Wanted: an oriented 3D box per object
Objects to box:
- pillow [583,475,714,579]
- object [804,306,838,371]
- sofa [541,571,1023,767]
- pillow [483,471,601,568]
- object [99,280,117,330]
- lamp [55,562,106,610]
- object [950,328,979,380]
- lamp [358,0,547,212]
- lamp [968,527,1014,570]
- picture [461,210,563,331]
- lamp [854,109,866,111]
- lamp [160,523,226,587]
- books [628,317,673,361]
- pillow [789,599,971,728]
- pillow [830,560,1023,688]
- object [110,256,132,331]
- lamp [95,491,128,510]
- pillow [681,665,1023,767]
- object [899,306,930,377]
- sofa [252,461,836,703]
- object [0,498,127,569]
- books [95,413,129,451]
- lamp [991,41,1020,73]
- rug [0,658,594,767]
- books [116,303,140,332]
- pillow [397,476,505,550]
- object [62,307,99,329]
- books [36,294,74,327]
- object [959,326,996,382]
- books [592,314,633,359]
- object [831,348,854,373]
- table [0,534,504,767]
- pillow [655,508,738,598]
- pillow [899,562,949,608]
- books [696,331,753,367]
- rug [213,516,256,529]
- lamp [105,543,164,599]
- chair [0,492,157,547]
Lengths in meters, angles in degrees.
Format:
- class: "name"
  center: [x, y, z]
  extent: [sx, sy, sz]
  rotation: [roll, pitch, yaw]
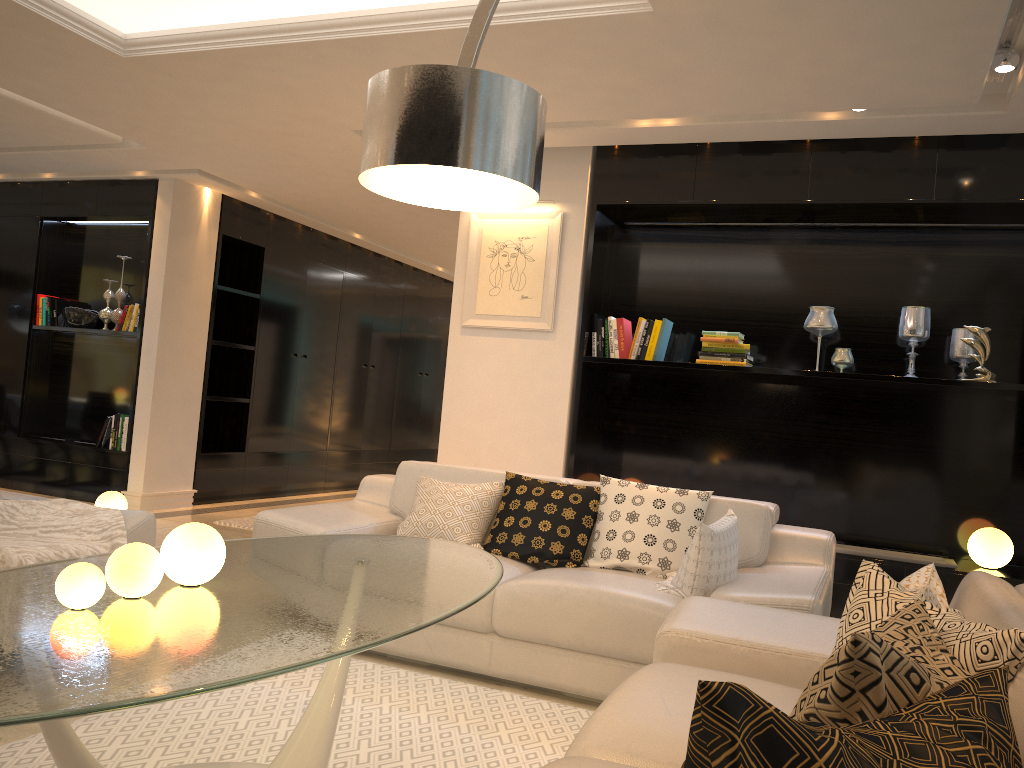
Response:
- class: "pillow"
  center: [0.565, 0.616, 3.796]
  extent: [0.526, 0.399, 0.255]
  rotation: [5, -2, 22]
- class: "object"
  center: [1.744, -0.243, 5.033]
  extent: [0.181, 0.381, 0.181]
  rotation: [5, -2, 16]
- class: "sofa"
  center: [0.611, 0.779, 1.554]
  extent: [1.145, 0.754, 2.328]
  rotation: [5, -2, 22]
- class: "pillow"
  center: [0.125, 0.595, 3.929]
  extent: [0.524, 0.355, 0.323]
  rotation: [4, -2, 23]
- class: "object"
  center: [-3.347, -0.648, 7.347]
  extent: [0.121, 0.416, 0.121]
  rotation: [5, -2, 17]
- class: "lamp"
  center: [-0.855, 0.400, 1.757]
  extent: [0.090, 0.091, 0.090]
  rotation: [6, -2, -17]
- class: "object"
  center: [2.467, -0.138, 4.836]
  extent: [0.147, 0.317, 0.147]
  rotation: [4, -2, 24]
- class: "lamp"
  center: [0.586, -0.109, 1.619]
  extent: [2.009, 2.519, 0.393]
  rotation: [5, -2, 22]
- class: "lamp"
  center: [2.516, 0.863, 4.665]
  extent: [0.213, 0.214, 0.212]
  rotation: [6, -2, -17]
- class: "picture"
  center: [-0.003, -0.701, 5.433]
  extent: [0.610, 0.729, 0.027]
  rotation: [5, -2, 22]
- class: "lamp"
  center: [1.690, -1.393, 4.305]
  extent: [0.107, 0.127, 0.107]
  rotation: [5, -2, 3]
- class: "lamp"
  center: [-0.736, 0.392, 2.046]
  extent: [0.143, 0.143, 0.143]
  rotation: [5, -2, 7]
- class: "books"
  center: [0.832, -0.257, 5.317]
  extent: [0.210, 0.261, 0.212]
  rotation: [5, -2, 22]
- class: "pillow"
  center: [0.572, 0.560, 1.386]
  extent: [0.301, 0.436, 0.575]
  rotation: [4, -2, 28]
- class: "pillow"
  center: [0.758, 0.589, 1.653]
  extent: [0.288, 0.429, 0.587]
  rotation: [5, -2, -3]
- class: "object"
  center: [-3.209, -0.736, 7.268]
  extent: [0.121, 0.612, 0.121]
  rotation: [5, -2, 17]
- class: "lamp"
  center: [-2.855, 0.870, 6.318]
  extent: [0.212, 0.214, 0.213]
  rotation: [6, -2, -28]
- class: "pillow"
  center: [0.398, 0.534, 1.023]
  extent: [0.575, 0.436, 0.301]
  rotation: [6, -2, -37]
- class: "object"
  center: [2.236, -0.211, 4.941]
  extent: [0.156, 0.426, 0.156]
  rotation: [4, -2, 27]
- class: "sofa"
  center: [0.146, 0.801, 3.857]
  extent: [2.328, 0.754, 1.145]
  rotation: [5, -2, 22]
- class: "object"
  center: [-2.013, 0.658, 2.903]
  extent: [1.347, 0.580, 0.972]
  rotation: [6, -2, -31]
- class: "books"
  center: [-3.157, 0.382, 7.180]
  extent: [0.345, 0.296, 0.222]
  rotation: [5, -2, 22]
- class: "lamp"
  center: [2.085, -1.385, 3.747]
  extent: [0.107, 0.127, 0.107]
  rotation: [5, -2, 3]
- class: "rug"
  center: [-0.704, 1.047, 2.037]
  extent: [1.661, 0.020, 2.900]
  rotation: [5, -2, 22]
- class: "books"
  center: [-3.041, -0.532, 7.206]
  extent: [0.290, 0.238, 0.189]
  rotation: [5, -2, 21]
- class: "pillow"
  center: [-0.304, 0.595, 4.092]
  extent: [0.521, 0.329, 0.351]
  rotation: [5, -2, 22]
- class: "object"
  center: [-3.613, -0.544, 7.420]
  extent: [0.375, 0.177, 0.193]
  rotation: [4, -2, 23]
- class: "books"
  center: [-3.890, -0.615, 7.555]
  extent: [0.236, 0.270, 0.210]
  rotation: [5, -2, 22]
- class: "object"
  center: [2.414, -0.151, 4.591]
  extent: [0.182, 0.293, 0.116]
  rotation: [5, -2, 19]
- class: "books"
  center: [0.616, -0.278, 5.401]
  extent: [0.240, 0.270, 0.208]
  rotation: [5, -2, 22]
- class: "object"
  center: [1.851, -0.121, 4.970]
  extent: [0.119, 0.154, 0.119]
  rotation: [4, -2, 32]
- class: "table"
  center: [-0.660, 0.755, 2.064]
  extent: [0.999, 0.565, 2.140]
  rotation: [5, -2, 21]
- class: "pillow"
  center: [0.734, 0.649, 3.450]
  extent: [0.281, 0.325, 0.521]
  rotation: [4, -2, 32]
- class: "pillow"
  center: [0.881, 0.613, 2.032]
  extent: [0.222, 0.380, 0.463]
  rotation: [4, -2, 27]
- class: "books"
  center: [1.247, -0.194, 5.170]
  extent: [0.296, 0.197, 0.260]
  rotation: [4, -2, 25]
- class: "rug"
  center: [-0.624, 1.239, 8.700]
  extent: [1.526, 0.015, 5.025]
  rotation: [5, -2, 22]
- class: "lamp"
  center: [-0.802, 0.396, 1.885]
  extent: [0.115, 0.115, 0.115]
  rotation: [7, -2, -42]
- class: "chair"
  center: [-1.968, 0.470, 3.120]
  extent: [0.983, 0.991, 1.027]
  rotation: [5, -2, 22]
